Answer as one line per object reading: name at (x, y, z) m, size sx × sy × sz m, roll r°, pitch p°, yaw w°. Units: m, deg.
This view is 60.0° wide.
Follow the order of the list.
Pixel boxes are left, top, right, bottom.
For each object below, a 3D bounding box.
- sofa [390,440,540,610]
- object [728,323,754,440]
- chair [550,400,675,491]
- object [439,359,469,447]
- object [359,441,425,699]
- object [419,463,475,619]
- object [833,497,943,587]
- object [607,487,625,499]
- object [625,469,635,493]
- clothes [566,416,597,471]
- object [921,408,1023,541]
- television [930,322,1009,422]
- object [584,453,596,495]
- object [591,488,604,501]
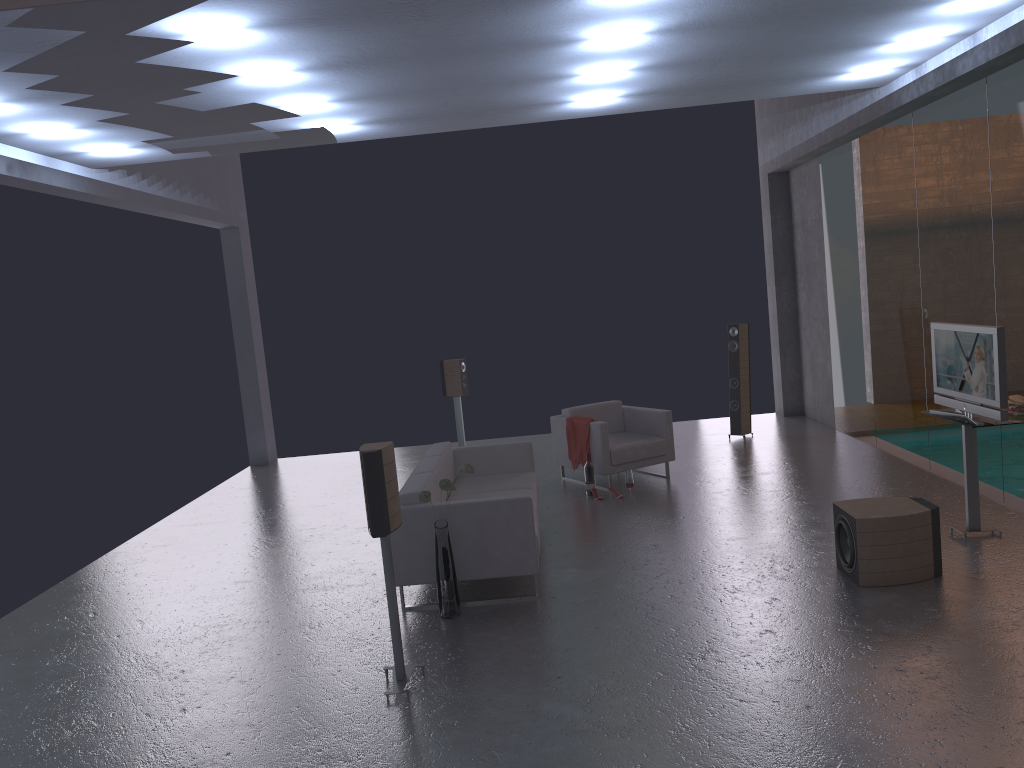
sofa at (-0.294, 1.017, 7.254) m, size 1.026 × 0.824 × 2.353 m, roll -5°, pitch 6°, yaw 2°
object at (2.954, -0.050, 11.415) m, size 0.444 × 1.473 × 0.244 m, roll -11°, pitch 8°, yaw -43°
chair at (1.106, 0.639, 9.749) m, size 0.936 × 0.808 × 1.026 m, roll -9°, pitch 6°, yaw -28°
object at (-0.699, 0.365, 11.378) m, size 0.333 × 1.363 × 0.243 m, roll -2°, pitch 7°, yaw 33°
object at (-0.697, 1.018, 4.897) m, size 0.243 × 1.363 × 0.333 m, roll -5°, pitch 6°, yaw 8°
object at (-0.454, 1.063, 5.787) m, size 0.387 × 1.051 × 0.400 m, roll -1°, pitch 7°, yaw 39°
object at (2.537, 1.050, 5.992) m, size 0.604 × 0.459 × 0.514 m, roll -5°, pitch 6°, yaw 2°
object at (1.046, 1.092, 8.886) m, size 0.079 × 0.087 × 0.235 m, roll -9°, pitch 7°, yaw -31°
object at (1.200, 0.987, 9.057) m, size 0.091 × 0.233 × 0.091 m, roll -2°, pitch 7°, yaw 29°
clothes at (0.804, 0.656, 9.509) m, size 0.254 × 0.604 × 0.574 m, roll -9°, pitch 7°, yaw -28°
object at (3.401, 0.656, 6.556) m, size 0.360 × 0.958 × 0.818 m, roll -5°, pitch 6°, yaw 2°
television at (3.324, -0.115, 6.481) m, size 0.054 × 0.644 × 1.000 m, roll -5°, pitch 6°, yaw 2°
object at (0.796, 0.919, 9.097) m, size 0.109 × 0.435 × 0.109 m, roll -2°, pitch 7°, yaw 29°
object at (0.852, 1.110, 8.901) m, size 0.079 × 0.087 × 0.235 m, roll -8°, pitch 6°, yaw -20°
